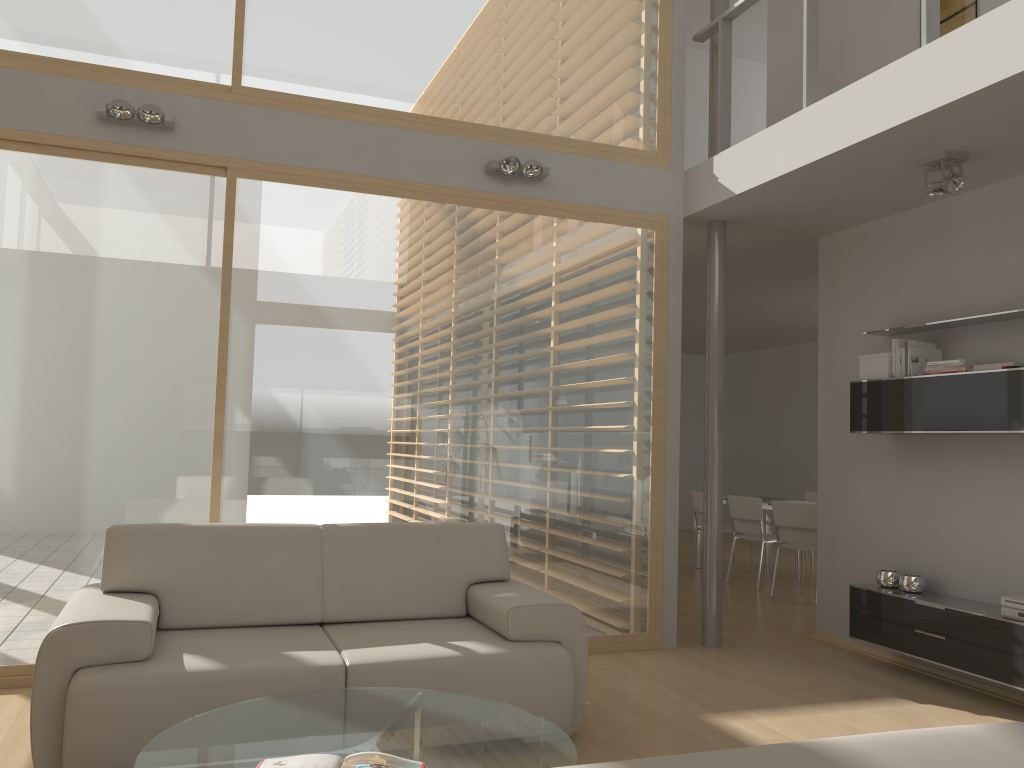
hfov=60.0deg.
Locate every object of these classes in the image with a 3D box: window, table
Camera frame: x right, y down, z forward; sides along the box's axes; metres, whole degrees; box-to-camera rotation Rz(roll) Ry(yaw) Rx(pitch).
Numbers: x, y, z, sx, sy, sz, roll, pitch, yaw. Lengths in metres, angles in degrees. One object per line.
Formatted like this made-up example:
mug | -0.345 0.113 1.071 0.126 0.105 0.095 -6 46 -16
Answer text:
window | -0.320 0.212 5.076 2.525 2.500 0.020 3 -4 -20
table | 2.701 1.495 8.358 0.900 0.746 2.199 3 -4 -20
table | -0.420 1.202 2.485 1.198 0.370 1.198 2 -4 -3
window | -2.741 0.084 4.209 2.525 2.500 0.020 3 -4 -20
window | -0.238 -2.630 5.268 2.525 2.200 0.020 3 -4 -20
window | -2.660 -2.758 4.400 2.525 2.200 0.020 3 -4 -20

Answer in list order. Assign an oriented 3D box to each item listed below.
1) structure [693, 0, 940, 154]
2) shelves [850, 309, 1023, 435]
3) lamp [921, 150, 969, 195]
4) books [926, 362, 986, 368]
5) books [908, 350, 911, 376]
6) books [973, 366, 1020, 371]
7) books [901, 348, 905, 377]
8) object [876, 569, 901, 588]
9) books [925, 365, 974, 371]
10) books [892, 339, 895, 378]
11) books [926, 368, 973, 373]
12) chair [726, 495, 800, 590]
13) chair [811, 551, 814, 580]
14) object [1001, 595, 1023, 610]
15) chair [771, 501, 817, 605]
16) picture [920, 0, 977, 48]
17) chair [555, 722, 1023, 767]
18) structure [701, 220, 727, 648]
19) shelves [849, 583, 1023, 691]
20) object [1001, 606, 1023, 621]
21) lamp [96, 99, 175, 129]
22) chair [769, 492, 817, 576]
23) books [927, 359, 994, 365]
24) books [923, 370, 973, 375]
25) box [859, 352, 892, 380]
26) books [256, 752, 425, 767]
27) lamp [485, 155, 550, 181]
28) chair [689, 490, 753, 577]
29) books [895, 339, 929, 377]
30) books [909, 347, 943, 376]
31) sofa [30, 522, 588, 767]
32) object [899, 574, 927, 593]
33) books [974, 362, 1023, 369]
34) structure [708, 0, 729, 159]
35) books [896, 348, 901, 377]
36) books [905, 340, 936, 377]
structure | 2.137 -1.949 3.215 0.080 0.900 5.400 3 -4 -20
shelves | 2.895 0.034 3.368 0.300 0.914 4.236 3 -4 -20
lamp | 2.131 -1.022 4.359 0.150 0.195 0.214 3 -4 -20
books | 2.380 -0.093 4.730 0.190 0.015 0.254 3 -4 -19
books | 2.311 -0.109 4.988 0.207 0.156 0.009 3 -4 -20
books | 2.497 -0.069 4.460 0.254 0.015 0.190 3 -4 -14
books | 2.308 -0.113 5.029 0.230 0.169 0.027 3 -4 -20
object | 2.202 1.136 5.177 0.143 0.091 0.143 1 -4 12
books | 2.379 -0.078 4.737 0.190 0.015 0.254 3 -4 -24
books | 2.279 -0.138 5.093 0.230 0.227 0.017 3 -4 -20
books | 2.384 -0.065 4.728 0.190 0.011 0.268 3 -4 -19
chair | 2.303 1.441 8.156 0.501 0.807 0.455 3 -4 -25
chair | 3.205 1.488 8.477 0.501 0.807 0.455 3 -4 -20
object | 2.542 1.051 4.184 0.262 0.049 0.349 3 -4 -20
chair | 2.511 1.401 7.482 0.501 0.807 0.455 5 -5 -40
picture | 2.756 -2.680 4.559 0.010 1.800 1.684 3 -4 -20
chair | 0.108 0.897 1.304 1.562 0.846 1.165 3 -4 -20
structure | 1.290 0.297 5.656 0.122 2.700 0.121 4 -5 -32
shelves | 2.861 1.230 3.287 0.300 0.312 4.236 3 -4 -20
object | 2.540 1.100 4.181 0.262 0.049 0.349 3 -4 -20
lamp | -1.894 -1.365 4.469 0.360 0.080 0.182 3 -4 -20
chair | 2.973 1.522 9.075 0.501 0.807 0.455 3 -4 -20
books | 2.393 -0.109 4.733 0.230 0.017 0.227 3 -4 -25
books | 2.384 -0.053 4.723 0.210 0.013 0.297 3 -4 -20
box | 2.208 -0.094 5.198 0.232 0.149 0.232 3 -4 -20
books | -0.442 0.978 2.195 0.440 0.037 0.297 2 -4 0
lamp | 0.041 -1.255 5.182 0.360 0.110 0.183 3 -4 -20
chair | 2.079 1.480 8.832 0.501 0.807 0.455 2 -4 -10
books | 2.291 -0.139 5.078 0.230 0.227 0.017 3 -4 -20
books | 2.329 -0.116 4.979 0.230 0.169 0.023 3 -4 -20
sofa | -0.798 1.038 3.769 2.093 0.846 1.168 3 -4 -20
object | 2.264 1.127 5.011 0.143 0.091 0.143 1 -4 12
books | 2.498 -0.086 4.447 0.227 0.017 0.230 3 -4 -20
structure | 1.371 -2.545 5.848 0.122 2.400 0.121 4 -5 -32
books | 2.291 -0.112 5.053 0.230 0.169 0.027 3 -4 -20
books | 2.305 -0.135 5.004 0.207 0.210 0.021 3 -4 -20
